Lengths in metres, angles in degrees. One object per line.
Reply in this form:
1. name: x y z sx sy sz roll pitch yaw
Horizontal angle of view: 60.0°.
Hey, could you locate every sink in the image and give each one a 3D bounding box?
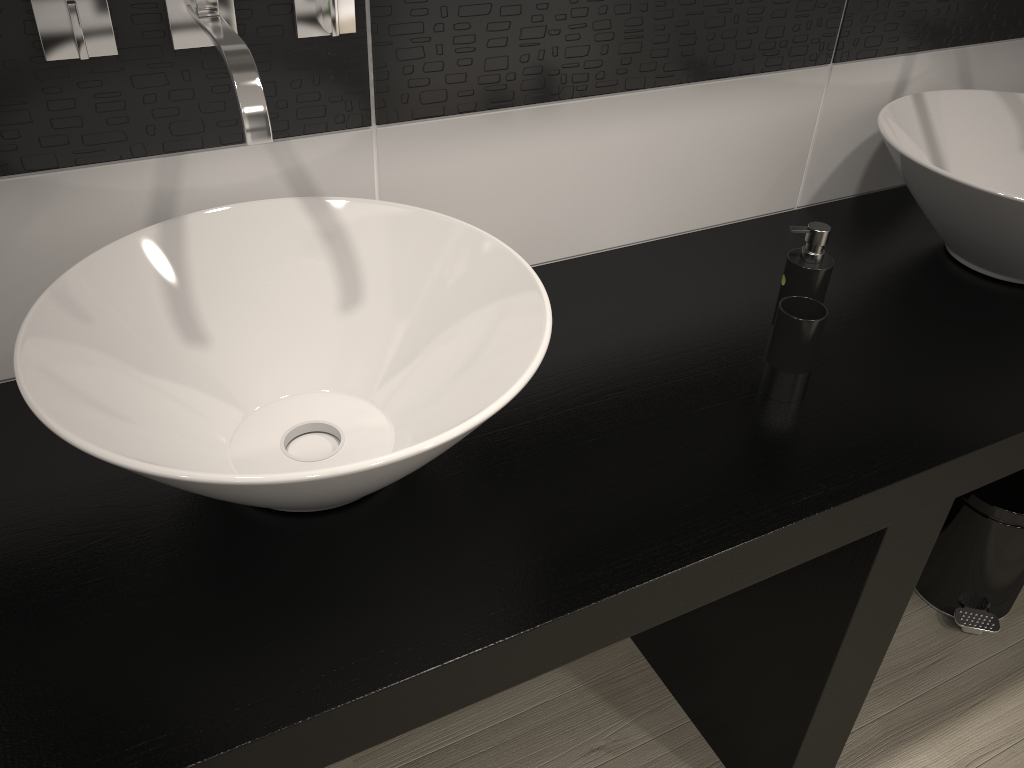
1. sink: 0.897 -0.315 1.536 0.563 0.209 0.564 29 43 31
2. sink: -0.239 -0.003 1.029 0.560 0.209 0.567 12 37 12

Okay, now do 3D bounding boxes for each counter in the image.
1. counter: 0.325 -0.025 1.352 3.856 0.083 0.663 -15 40 -23

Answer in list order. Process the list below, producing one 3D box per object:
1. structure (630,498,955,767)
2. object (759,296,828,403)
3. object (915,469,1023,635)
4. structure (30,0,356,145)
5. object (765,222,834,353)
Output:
1. structure: 0.425 0.344 1.560 0.126 0.750 0.470 -15 39 -23
2. object: 0.381 -0.046 1.203 0.063 0.132 0.064 6 36 5
3. object: 1.051 0.336 1.967 0.227 0.333 0.306 -8 37 -15
4. structure: -0.308 -0.362 0.975 0.368 0.106 0.262 -15 40 -23
5. object: 0.412 -0.130 1.258 0.063 0.204 0.063 30 43 32
